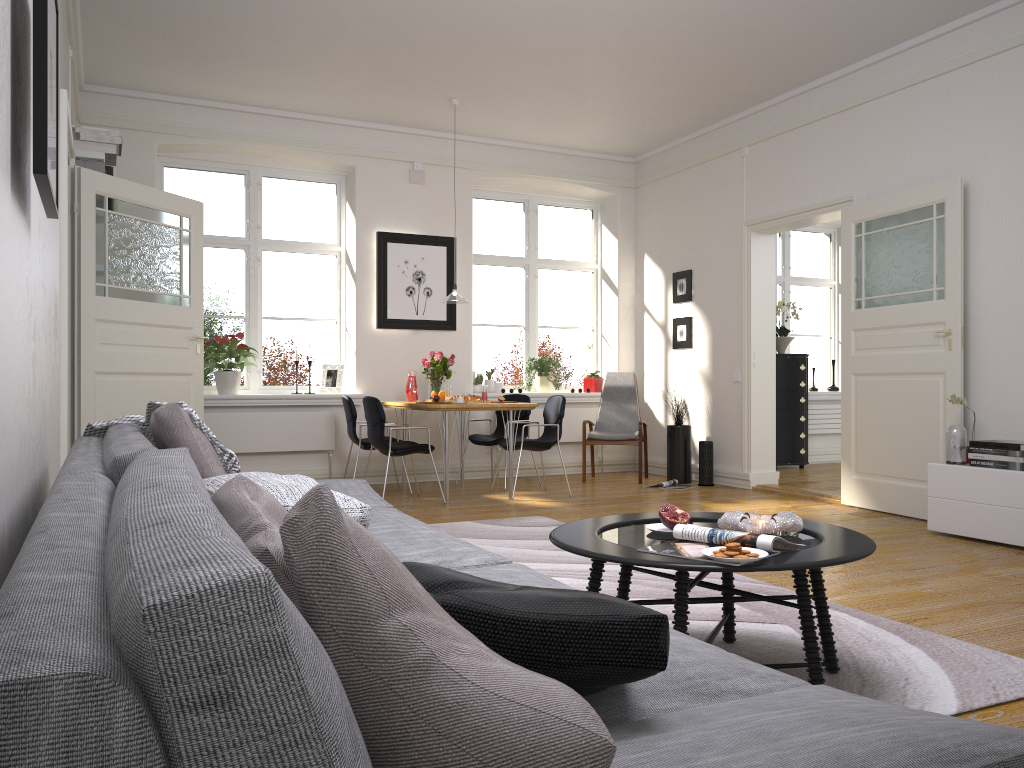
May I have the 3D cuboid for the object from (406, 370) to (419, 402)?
[{"bbox_3d":[-0.847,0.018,7.503,0.093,0.267,0.117,0,0,12],"label":"object"}]

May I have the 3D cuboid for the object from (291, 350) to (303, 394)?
[{"bbox_3d":[-1.875,-0.110,7.722,0.095,0.396,0.094,0,0,-3],"label":"object"}]

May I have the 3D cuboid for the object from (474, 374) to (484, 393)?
[{"bbox_3d":[-0.317,-0.005,8.510,0.111,0.185,0.099,0,0,-3],"label":"object"}]

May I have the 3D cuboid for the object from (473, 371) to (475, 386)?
[{"bbox_3d":[-0.386,-0.018,8.652,0.050,0.213,0.052,0,0,25],"label":"object"}]

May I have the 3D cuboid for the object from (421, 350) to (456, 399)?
[{"bbox_3d":[-0.619,-0.073,7.626,0.333,0.447,0.270,0,0,-34],"label":"object"}]

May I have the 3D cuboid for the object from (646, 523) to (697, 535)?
[{"bbox_3d":[0.497,0.447,2.725,0.165,0.015,0.170,0,0,20],"label":"object"}]

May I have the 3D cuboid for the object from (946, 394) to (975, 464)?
[{"bbox_3d":[2.690,0.263,5.230,0.237,0.411,0.093,0,0,33],"label":"object"}]

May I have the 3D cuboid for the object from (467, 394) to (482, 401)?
[{"bbox_3d":[-0.314,0.112,7.031,0.123,0.059,0.165,0,0,33],"label":"object"}]

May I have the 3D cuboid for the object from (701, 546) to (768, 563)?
[{"bbox_3d":[0.564,0.434,2.247,0.171,0.015,0.164,0,0,-43],"label":"object"}]

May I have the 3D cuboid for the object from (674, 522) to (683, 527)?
[{"bbox_3d":[0.507,0.434,2.671,0.036,0.036,0.043,0,0,-16],"label":"object"}]

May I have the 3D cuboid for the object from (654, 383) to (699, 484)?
[{"bbox_3d":[1.502,0.431,8.036,0.420,0.924,0.360,0,0,23],"label":"object"}]

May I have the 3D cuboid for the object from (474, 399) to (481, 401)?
[{"bbox_3d":[-0.281,0.133,6.992,0.107,0.036,0.071,0,0,26],"label":"object"}]

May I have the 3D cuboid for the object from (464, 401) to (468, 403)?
[{"bbox_3d":[-0.345,0.139,6.648,0.039,0.020,0.058,0,0,-28],"label":"object"}]

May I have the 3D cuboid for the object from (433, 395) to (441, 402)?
[{"bbox_3d":[-0.584,0.110,6.854,0.061,0.062,0.059,0,0,-23],"label":"object"}]

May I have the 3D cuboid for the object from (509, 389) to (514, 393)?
[{"bbox_3d":[-0.004,0.064,8.501,0.043,0.048,0.042,0,0,-19],"label":"object"}]

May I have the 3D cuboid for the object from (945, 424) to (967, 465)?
[{"bbox_3d":[2.592,0.351,5.170,0.113,0.234,0.115,0,0,8],"label":"object"}]

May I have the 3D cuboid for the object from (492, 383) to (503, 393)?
[{"bbox_3d":[-0.153,0.039,8.681,0.131,0.097,0.136,0,0,15],"label":"object"}]

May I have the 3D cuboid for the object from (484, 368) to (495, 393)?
[{"bbox_3d":[-0.219,-0.033,8.596,0.096,0.244,0.104,0,0,42],"label":"object"}]

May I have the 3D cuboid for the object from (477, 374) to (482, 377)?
[{"bbox_3d":[-0.317,-0.006,8.670,0.050,0.188,0.052,0,0,25],"label":"object"}]

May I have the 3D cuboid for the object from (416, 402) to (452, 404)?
[{"bbox_3d":[-0.598,0.144,6.758,0.204,0.010,0.256,0,0,-25],"label":"object"}]

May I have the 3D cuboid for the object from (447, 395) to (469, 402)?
[{"bbox_3d":[-0.407,0.117,6.797,0.164,0.068,0.150,0,0,13],"label":"object"}]

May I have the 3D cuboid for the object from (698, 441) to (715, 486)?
[{"bbox_3d":[1.707,0.699,7.789,0.142,0.390,0.147,0,0,39],"label":"object"}]

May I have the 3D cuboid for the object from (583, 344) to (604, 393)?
[{"bbox_3d":[0.825,-0.161,9.067,0.271,0.501,0.155,0,0,-44],"label":"object"}]

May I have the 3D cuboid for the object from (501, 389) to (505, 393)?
[{"bbox_3d":[-0.083,0.064,8.462,0.043,0.048,0.042,0,0,-19],"label":"object"}]

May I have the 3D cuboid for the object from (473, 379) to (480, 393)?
[{"bbox_3d":[-0.343,0.019,8.422,0.072,0.137,0.071,0,0,-6],"label":"object"}]

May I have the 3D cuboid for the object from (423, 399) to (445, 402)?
[{"bbox_3d":[-0.535,0.139,7.308,0.354,0.023,0.221,0,0,-26],"label":"object"}]

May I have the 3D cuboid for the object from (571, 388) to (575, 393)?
[{"bbox_3d":[0.602,0.064,8.795,0.043,0.048,0.042,0,0,-19],"label":"object"}]

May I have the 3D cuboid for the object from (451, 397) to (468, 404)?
[{"bbox_3d":[-0.391,0.125,6.631,0.128,0.049,0.132,0,0,22],"label":"object"}]

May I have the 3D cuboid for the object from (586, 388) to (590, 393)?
[{"bbox_3d":[0.765,0.064,8.876,0.043,0.048,0.042,0,0,-19],"label":"object"}]

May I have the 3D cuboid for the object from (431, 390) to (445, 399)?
[{"bbox_3d":[-0.600,0.090,7.292,0.070,0.074,0.197,0,0,24],"label":"object"}]

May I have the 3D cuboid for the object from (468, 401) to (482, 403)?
[{"bbox_3d":[-0.305,0.142,7.015,0.162,0.016,0.157,0,0,-22],"label":"object"}]

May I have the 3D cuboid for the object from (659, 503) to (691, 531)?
[{"bbox_3d":[0.496,0.413,2.737,0.110,0.082,0.089,0,0,9],"label":"object"}]

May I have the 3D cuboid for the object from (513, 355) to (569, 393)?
[{"bbox_3d":[0.292,-0.104,8.741,0.486,0.385,0.550,0,0,25],"label":"object"}]

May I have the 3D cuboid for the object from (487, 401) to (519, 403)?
[{"bbox_3d":[-0.093,0.144,7.007,0.204,0.010,0.256,0,0,-25],"label":"object"}]

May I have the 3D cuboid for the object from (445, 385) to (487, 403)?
[{"bbox_3d":[-0.356,0.078,6.917,0.331,0.141,0.048,0,0,1],"label":"object"}]

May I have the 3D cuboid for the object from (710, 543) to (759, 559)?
[{"bbox_3d":[0.564,0.422,2.244,0.117,0.036,0.122,0,0,26],"label":"object"}]

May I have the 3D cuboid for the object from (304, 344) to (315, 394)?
[{"bbox_3d":[-1.767,-0.136,7.741,0.095,0.448,0.094,0,0,-3],"label":"object"}]

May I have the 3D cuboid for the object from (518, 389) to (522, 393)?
[{"bbox_3d":[0.080,0.064,8.542,0.043,0.048,0.042,0,0,-19],"label":"object"}]

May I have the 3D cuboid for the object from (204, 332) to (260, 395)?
[{"bbox_3d":[-2.358,-0.172,7.380,0.549,0.520,0.521,0,0,-22],"label":"object"}]

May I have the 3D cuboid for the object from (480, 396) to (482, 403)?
[{"bbox_3d":[-0.240,0.125,7.168,0.128,0.049,0.132,0,0,23],"label":"object"}]

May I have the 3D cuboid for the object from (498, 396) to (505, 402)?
[{"bbox_3d":[-0.085,0.115,6.907,0.054,0.048,0.062,0,0,28],"label":"object"}]

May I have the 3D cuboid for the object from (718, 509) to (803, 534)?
[{"bbox_3d":[0.759,0.424,2.713,0.256,0.062,0.251,0,0,-18],"label":"object"}]

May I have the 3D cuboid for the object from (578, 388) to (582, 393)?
[{"bbox_3d":[0.681,0.064,8.834,0.043,0.048,0.042,0,0,-19],"label":"object"}]
